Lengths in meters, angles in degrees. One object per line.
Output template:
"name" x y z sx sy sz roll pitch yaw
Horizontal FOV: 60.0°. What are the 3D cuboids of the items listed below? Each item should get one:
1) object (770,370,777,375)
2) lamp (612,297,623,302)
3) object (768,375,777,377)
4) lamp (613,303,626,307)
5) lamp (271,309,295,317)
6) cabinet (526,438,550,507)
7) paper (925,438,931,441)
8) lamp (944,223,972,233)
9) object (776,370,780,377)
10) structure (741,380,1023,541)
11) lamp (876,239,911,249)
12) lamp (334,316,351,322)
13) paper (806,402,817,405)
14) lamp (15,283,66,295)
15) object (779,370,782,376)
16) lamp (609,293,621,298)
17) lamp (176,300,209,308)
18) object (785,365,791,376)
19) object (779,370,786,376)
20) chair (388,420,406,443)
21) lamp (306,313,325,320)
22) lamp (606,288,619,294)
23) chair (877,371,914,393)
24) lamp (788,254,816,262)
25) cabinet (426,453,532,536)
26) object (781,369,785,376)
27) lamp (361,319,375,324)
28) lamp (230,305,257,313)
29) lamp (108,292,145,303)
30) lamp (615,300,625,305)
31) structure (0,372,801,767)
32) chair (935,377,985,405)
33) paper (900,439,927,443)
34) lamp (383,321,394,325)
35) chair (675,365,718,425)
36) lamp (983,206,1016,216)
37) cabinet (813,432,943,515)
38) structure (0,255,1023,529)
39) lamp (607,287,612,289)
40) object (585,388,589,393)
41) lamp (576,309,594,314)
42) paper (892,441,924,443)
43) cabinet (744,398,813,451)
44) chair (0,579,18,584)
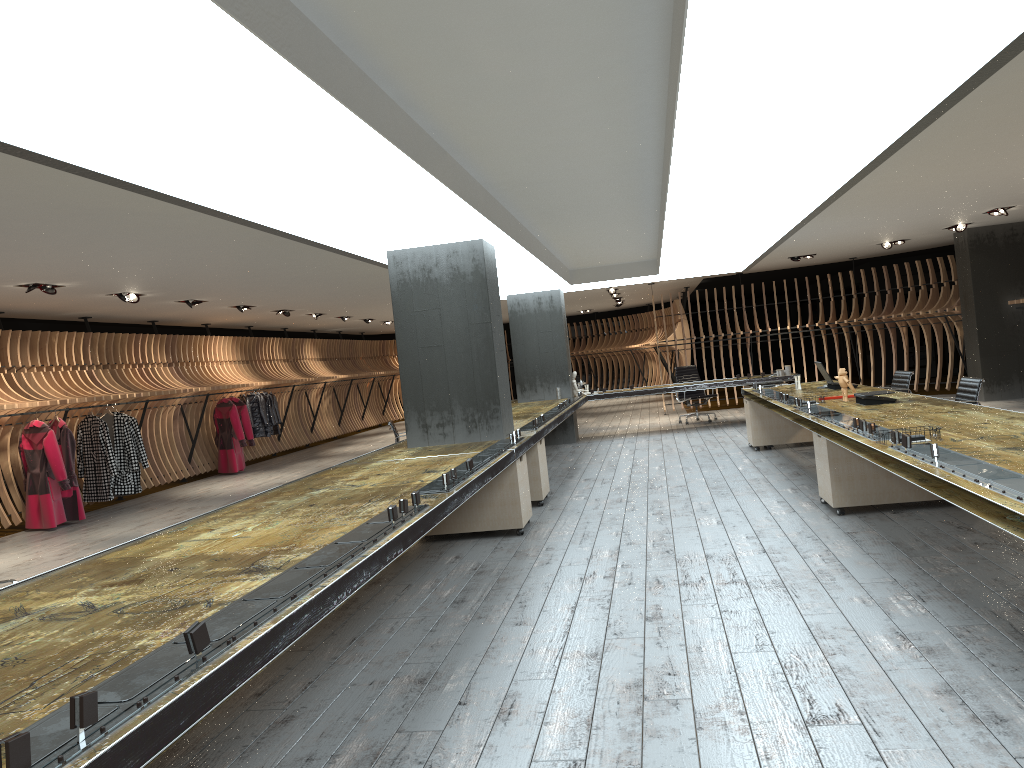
"object" 4.464 -0.193 14.936 0.216 0.074 0.302 -6 1 14
"lamp" 2.686 -2.225 22.555 0.269 0.296 0.493 -6 1 9
"object" 4.330 -0.137 14.482 0.342 0.015 0.233 -5 2 41
"lamp" 3.104 -2.344 25.713 0.269 0.293 0.492 -6 1 -8
"lamp" -4.102 -1.344 15.857 0.269 0.294 0.493 -6 1 9
"cabinet" -0.236 0.915 8.936 1.131 0.630 0.594 -6 1 9
"paper" 2.186 0.310 4.856 0.176 0.003 0.130 -6 1 7
"lamp" 6.842 -2.463 13.613 0.269 0.293 0.493 -6 1 2
"object" 4.273 -0.174 14.242 0.062 0.109 0.062 -6 1 -18
"structure" 2.812 0.540 6.412 1.162 0.844 10.456 -6 1 9
"lamp" 6.506 -2.463 15.134 0.269 0.292 0.492 -7 1 -36
"lamp" -3.608 -1.468 19.008 0.269 0.298 0.493 -6 1 9
"paper" 2.672 0.180 8.033 0.176 0.004 0.130 -6 1 15
"lamp" -5.090 -1.098 9.556 0.269 0.284 0.493 -6 1 9
"object" 4.298 -0.175 14.176 0.062 0.109 0.062 -6 1 -18
"lamp" 2.439 -2.165 20.980 0.269 0.288 0.493 -6 1 9
"lamp" -4.596 -1.218 12.707 0.269 0.294 0.493 -6 1 9
"object" 4.411 -0.192 14.115 0.088 0.204 0.263 -6 1 8
"object" 4.334 -0.170 14.247 0.174 0.089 0.289 -6 1 25
"chair" -1.189 0.855 10.942 0.668 0.859 0.693 -6 1 -15
"lamp" -3.854 -1.403 17.432 0.269 0.302 0.493 -6 1 9
"lamp" 2.192 -2.105 19.405 0.269 0.284 0.493 -6 1 9
"chair" 4.139 0.310 9.882 0.667 0.859 0.693 -6 1 -5
"lamp" 5.239 -2.347 16.026 0.492 0.293 0.269 -6 1 16
"cabinet" -0.445 0.968 7.600 1.131 0.630 0.594 -6 1 9
"object" 4.343 -0.181 14.231 0.062 0.109 0.062 -6 1 -18
"lamp" -3.361 -1.532 20.583 0.269 0.295 0.493 -6 1 9
"lamp" -4.349 -1.281 14.282 0.269 0.295 0.493 -6 1 9
"lamp" -4.843 -1.157 11.131 0.269 0.291 0.493 -6 1 9
"lamp" 2.933 -2.289 24.130 0.269 0.293 0.493 -6 1 9
"structure" 1.041 0.717 6.911 4.834 0.844 18.484 -6 1 9
"chair" 3.780 0.397 7.746 0.667 0.859 0.693 -6 1 0
"paper" 2.172 0.308 4.853 0.176 0.004 0.130 -6 1 15
"lamp" -3.114 -1.597 22.158 0.269 0.293 0.493 -6 1 9
"chair" 3.313 0.175 15.905 0.665 1.023 0.699 -6 1 -10
"lamp" 6.609 -2.402 12.036 0.269 0.292 0.493 -6 1 9
"cabinet" 2.999 0.616 6.885 1.131 0.630 0.594 -6 1 9
"structure" 0.935 -0.237 11.029 14.877 2.439 36.572 -6 1 9
"lamp" 1.946 -2.036 17.829 0.269 0.295 0.493 -6 1 9
"object" 1.274 0.125 15.059 0.061 0.111 0.061 -6 1 -2
"lamp" 2.224 -2.279 26.996 0.492 0.294 0.269 -5 1 36
"paper" 2.172 0.310 4.853 0.176 0.004 0.130 -6 1 18
"cabinet" 3.562 0.456 11.188 1.131 0.630 0.594 -6 1 9
"chair" -2.293 1.143 3.603 0.667 0.859 0.693 -6 1 5
